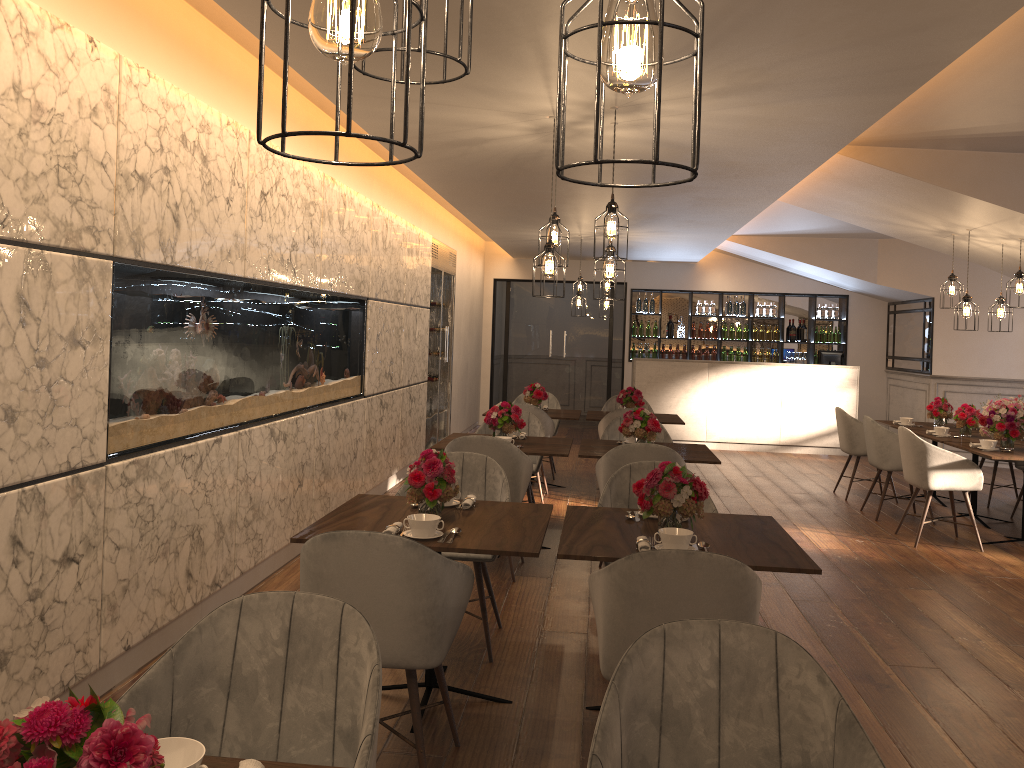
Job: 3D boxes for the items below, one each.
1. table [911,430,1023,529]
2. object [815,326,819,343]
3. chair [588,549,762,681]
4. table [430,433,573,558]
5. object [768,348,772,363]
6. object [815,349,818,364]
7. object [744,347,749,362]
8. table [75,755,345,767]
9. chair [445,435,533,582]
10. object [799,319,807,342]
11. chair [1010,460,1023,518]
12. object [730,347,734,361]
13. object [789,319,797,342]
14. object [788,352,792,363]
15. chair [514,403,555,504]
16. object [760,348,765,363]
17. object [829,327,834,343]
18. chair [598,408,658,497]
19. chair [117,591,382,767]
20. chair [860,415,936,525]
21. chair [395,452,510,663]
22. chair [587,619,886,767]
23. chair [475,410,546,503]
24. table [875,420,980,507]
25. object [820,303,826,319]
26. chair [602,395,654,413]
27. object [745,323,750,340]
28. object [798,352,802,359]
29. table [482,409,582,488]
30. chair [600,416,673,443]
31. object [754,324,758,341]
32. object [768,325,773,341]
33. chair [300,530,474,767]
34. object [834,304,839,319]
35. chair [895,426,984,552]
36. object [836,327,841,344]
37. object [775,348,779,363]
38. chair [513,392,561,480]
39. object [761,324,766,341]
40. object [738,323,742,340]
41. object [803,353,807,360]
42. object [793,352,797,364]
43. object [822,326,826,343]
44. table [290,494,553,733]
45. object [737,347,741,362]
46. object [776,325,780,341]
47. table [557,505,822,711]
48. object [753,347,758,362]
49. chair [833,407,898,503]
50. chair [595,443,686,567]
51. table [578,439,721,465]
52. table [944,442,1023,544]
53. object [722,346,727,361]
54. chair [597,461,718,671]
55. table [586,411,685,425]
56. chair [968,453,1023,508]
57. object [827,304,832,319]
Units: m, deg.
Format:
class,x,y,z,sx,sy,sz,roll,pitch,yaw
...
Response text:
class,x,y,z,sx,sy,sz,roll,pitch,yaw
table,3.987,0.820,7.627,0.896,0.721,0.897,2,2,6
object,4.691,-0.766,13.628,0.065,0.263,0.066,2,0,-16
chair,0.518,0.904,2.834,0.565,0.872,0.526,2,1,6
table,-0.052,0.768,6.145,0.896,0.721,0.897,2,2,6
object,3.991,-0.431,13.699,0.065,0.261,0.066,2,0,-16
object,4.679,-0.404,13.628,0.065,0.263,0.066,2,0,-16
object,3.639,-0.445,13.736,0.065,0.261,0.066,2,0,-16
table,-0.573,1.042,1.116,0.896,0.721,0.897,2,2,6
chair,-0.170,0.726,5.497,0.565,0.872,0.526,2,1,6
object,4.484,-0.822,13.624,0.104,0.359,0.103,2,0,33
chair,4.640,0.772,7.539,0.526,0.872,0.565,2,1,6
object,3.419,-0.454,13.759,0.065,0.261,0.066,2,0,-16
object,4.329,-0.827,13.644,0.104,0.359,0.104,2,0,-32
object,4.286,-0.390,13.669,0.065,0.208,0.065,2,0,-39
chair,0.085,0.592,7.962,0.565,0.872,0.526,2,1,6
object,3.881,-0.435,13.711,0.065,0.261,0.066,2,0,-16
object,4.911,-0.756,13.605,0.065,0.261,0.066,2,0,-16
chair,1.039,0.630,7.863,0.565,0.872,0.526,2,1,6
chair,-0.539,0.928,1.788,0.565,0.872,0.526,2,1,6
chair,3.318,0.720,7.658,0.526,0.872,0.565,2,1,6
chair,-0.284,0.794,4.252,0.565,0.872,0.526,2,1,6
chair,0.414,0.966,1.689,0.565,0.872,0.526,2,1,6
chair,-0.018,0.654,6.817,0.565,0.872,0.526,2,1,6
table,4.084,0.769,8.561,0.896,0.721,0.897,2,2,6
object,4.775,-1.118,13.590,0.070,0.235,0.041,2,0,5
chair,1.191,0.559,9.182,0.565,0.872,0.526,2,1,6
object,3.652,-0.808,13.736,0.065,0.263,0.066,2,0,-16
object,4.441,-0.384,13.653,0.065,0.208,0.065,2,0,-39
table,0.204,0.634,8.609,0.896,0.721,0.897,2,2,6
chair,0.936,0.693,6.718,0.565,0.872,0.526,2,1,6
object,3.784,-0.802,13.722,0.065,0.261,0.066,2,0,-16
object,4.004,-0.793,13.700,0.065,0.261,0.066,2,0,-16
chair,-0.436,0.865,2.933,0.565,0.872,0.526,2,1,6
object,4.975,-1.110,13.569,0.070,0.235,0.041,2,0,5
chair,3.221,0.771,6.724,0.526,0.872,0.565,2,1,6
object,5.021,-0.752,13.594,0.065,0.261,0.066,2,0,-16
object,4.101,-0.426,13.688,0.065,0.261,0.066,2,0,-16
chair,0.237,0.520,9.281,0.565,0.872,0.526,2,1,6
object,3.894,-0.797,13.711,0.065,0.261,0.066,2,0,-16
object,3.542,-0.813,13.748,0.065,0.263,0.066,2,0,-16
object,4.518,-0.381,13.645,0.065,0.208,0.065,2,0,-39
object,4.363,-0.387,13.661,0.065,0.208,0.065,2,0,-39
object,4.801,-0.761,13.617,0.065,0.261,0.066,2,0,-16
table,-0.318,0.907,3.581,0.896,0.721,0.897,2,2,6
object,3.529,-0.449,13.747,0.065,0.261,0.066,2,0,-16
object,4.114,-0.789,13.688,0.065,0.261,0.066,2,0,-16
table,0.636,0.946,3.482,0.896,0.721,0.897,2,2,6
object,3.772,-0.439,13.722,0.065,0.261,0.066,2,0,-16
chair,3.415,0.669,8.592,0.526,0.872,0.565,2,1,6
chair,0.784,0.764,5.398,0.565,0.872,0.526,2,1,6
table,0.902,0.806,6.046,0.896,0.721,0.897,2,2,6
table,3.890,0.871,6.693,0.896,0.721,0.897,2,2,6
object,3.310,-0.458,13.770,0.065,0.261,0.066,2,0,-16
chair,0.670,0.832,4.153,0.565,0.872,0.526,2,1,6
table,1.157,0.672,8.510,0.896,0.721,0.897,2,2,6
chair,4.737,0.721,8.473,0.526,0.872,0.565,2,1,6
object,4.875,-1.114,13.580,0.070,0.235,0.041,2,0,5
